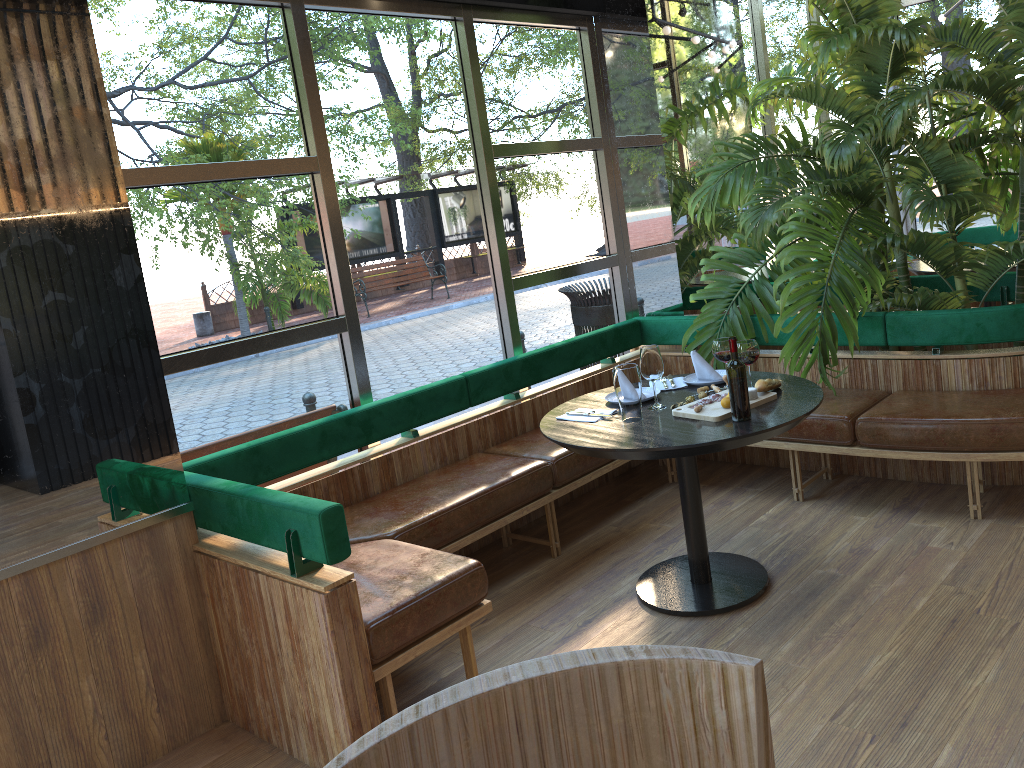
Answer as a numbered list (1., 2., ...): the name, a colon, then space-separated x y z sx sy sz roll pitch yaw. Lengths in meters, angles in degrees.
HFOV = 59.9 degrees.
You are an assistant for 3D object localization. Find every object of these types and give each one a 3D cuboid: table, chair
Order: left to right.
1. chair: 0.128 0.818 0.769 0.577 0.959 0.523 -15 11 -35
2. table: 0.708 0.445 3.520 1.078 0.743 1.134 -6 10 13
3. table: 3.493 -0.541 6.483 1.061 0.743 1.151 -4 11 24

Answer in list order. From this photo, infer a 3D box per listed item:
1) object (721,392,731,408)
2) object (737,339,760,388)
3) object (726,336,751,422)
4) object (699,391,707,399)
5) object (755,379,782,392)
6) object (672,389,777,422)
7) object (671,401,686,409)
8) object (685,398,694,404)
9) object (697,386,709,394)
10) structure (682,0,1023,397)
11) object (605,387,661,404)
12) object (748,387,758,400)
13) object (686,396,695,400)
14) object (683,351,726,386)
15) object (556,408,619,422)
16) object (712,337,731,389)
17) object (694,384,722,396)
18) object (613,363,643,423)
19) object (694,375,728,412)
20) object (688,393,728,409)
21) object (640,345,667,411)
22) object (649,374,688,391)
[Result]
1. object: 0.825 0.038 3.301 0.093 0.064 0.175 -5 11 16
2. object: 0.936 -0.070 3.515 0.098 0.199 0.108 -3 10 33
3. object: 0.791 -0.020 3.119 0.072 0.296 0.066 -13 9 -29
4. object: 0.751 0.045 3.494 0.031 0.032 0.039 0 13 41
5. object: 0.988 0.004 3.435 0.055 0.071 0.224 -2 12 35
6. object: 0.801 0.076 3.341 0.372 0.019 0.229 -16 14 -36
7. object: 0.634 0.086 3.422 0.059 0.013 0.157 1 14 38
8. object: 0.686 0.069 3.427 0.040 0.031 0.032 -12 10 -21
9. object: 0.775 0.025 3.601 0.048 0.025 0.024 -14 11 -28
10. structure: 2.283 -1.380 5.003 2.330 3.400 2.811 -4 10 29
11. object: 0.491 0.000 3.657 0.224 0.137 0.244 -3 12 27
12. object: 0.879 0.024 3.399 0.062 0.038 0.200 -10 11 -9
13. object: 0.703 0.057 3.501 0.039 0.019 0.032 -15 12 -33
14. object: 0.840 -0.075 3.789 0.224 0.137 0.244 -3 12 27
15. object: 0.310 0.117 3.479 0.243 0.019 0.167 3 16 43
16. object: 0.875 -0.085 3.631 0.098 0.199 0.108 -3 10 33
17. object: 0.793 0.031 3.546 0.133 0.028 0.095 -15 13 -31
18. object: 0.437 0.035 3.318 0.108 0.207 0.104 -10 9 -11
19. object: 0.737 0.031 3.247 0.134 0.122 0.105 -4 10 24
20. object: 0.757 0.059 3.373 0.234 0.013 0.097 -18 15 -41
21. object: 0.548 -0.025 3.447 0.089 0.242 0.097 -5 9 27
22. object: 0.675 -0.009 3.852 0.156 0.019 0.259 -7 11 5
